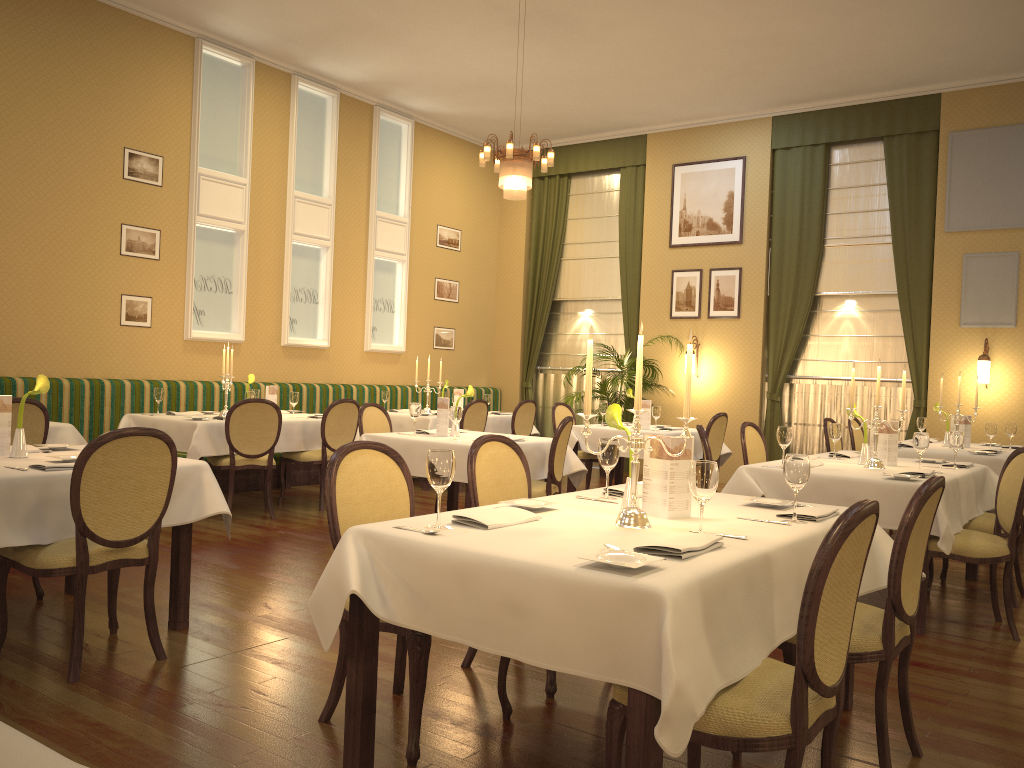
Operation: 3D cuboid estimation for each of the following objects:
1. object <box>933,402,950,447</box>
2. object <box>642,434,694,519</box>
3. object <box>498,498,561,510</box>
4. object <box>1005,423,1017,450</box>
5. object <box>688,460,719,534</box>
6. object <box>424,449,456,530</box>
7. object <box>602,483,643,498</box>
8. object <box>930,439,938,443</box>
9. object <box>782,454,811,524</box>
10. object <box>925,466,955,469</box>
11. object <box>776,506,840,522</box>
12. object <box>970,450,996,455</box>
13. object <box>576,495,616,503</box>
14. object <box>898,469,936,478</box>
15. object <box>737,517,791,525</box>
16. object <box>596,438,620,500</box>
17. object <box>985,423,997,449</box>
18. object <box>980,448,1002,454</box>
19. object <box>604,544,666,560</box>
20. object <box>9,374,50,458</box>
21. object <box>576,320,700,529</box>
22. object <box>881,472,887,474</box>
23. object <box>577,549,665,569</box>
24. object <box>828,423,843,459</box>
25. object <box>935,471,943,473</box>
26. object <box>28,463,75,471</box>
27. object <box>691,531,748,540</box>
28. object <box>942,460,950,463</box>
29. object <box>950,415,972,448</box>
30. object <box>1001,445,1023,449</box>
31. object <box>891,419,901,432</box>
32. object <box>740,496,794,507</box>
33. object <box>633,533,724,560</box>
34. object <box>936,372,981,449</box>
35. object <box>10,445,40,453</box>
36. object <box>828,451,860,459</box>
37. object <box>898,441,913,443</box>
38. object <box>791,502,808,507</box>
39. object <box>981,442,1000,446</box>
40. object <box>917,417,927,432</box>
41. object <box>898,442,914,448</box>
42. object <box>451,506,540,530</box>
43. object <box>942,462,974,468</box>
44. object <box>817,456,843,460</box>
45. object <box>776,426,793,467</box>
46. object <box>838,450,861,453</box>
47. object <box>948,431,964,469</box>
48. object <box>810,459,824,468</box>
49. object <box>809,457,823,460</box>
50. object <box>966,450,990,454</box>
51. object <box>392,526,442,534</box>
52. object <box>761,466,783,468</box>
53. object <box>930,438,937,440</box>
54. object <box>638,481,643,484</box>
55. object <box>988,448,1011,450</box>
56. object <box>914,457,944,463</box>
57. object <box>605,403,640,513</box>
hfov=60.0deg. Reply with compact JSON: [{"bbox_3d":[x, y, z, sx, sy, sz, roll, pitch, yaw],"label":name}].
[{"bbox_3d":[3.703,0.347,7.616,0.076,0.375,0.163,2,1,-32],"label":"object"},{"bbox_3d":[0.525,0.313,2.982,0.166,0.277,0.081,2,1,7],"label":"object"},{"bbox_3d":[0.061,0.419,3.043,0.160,0.024,0.160,3,1,36],"label":"object"},{"bbox_3d":[4.223,0.443,7.509,0.088,0.229,0.088,2,1,-6],"label":"object"},{"bbox_3d":[0.556,0.341,2.589,0.088,0.229,0.088,2,1,-12],"label":"object"},{"bbox_3d":[-0.212,0.309,2.603,0.088,0.229,0.088,2,1,-6],"label":"object"},{"bbox_3d":[0.492,0.429,3.555,0.142,0.033,0.273,3,1,36],"label":"object"},{"bbox_3d":[3.812,0.520,8.144,0.142,0.033,0.273,3,1,36],"label":"object"},{"bbox_3d":[0.960,0.353,2.999,0.088,0.229,0.088,2,1,-6],"label":"object"},{"bbox_3d":[2.596,0.506,5.403,0.185,0.010,0.017,3,1,36],"label":"object"},{"bbox_3d":[1.057,0.460,3.162,0.142,0.024,0.273,3,1,36],"label":"object"},{"bbox_3d":[3.587,0.527,6.756,0.160,0.024,0.160,3,1,36],"label":"object"},{"bbox_3d":[0.320,0.433,3.323,0.185,0.010,0.017,3,1,37],"label":"object"},{"bbox_3d":[2.212,0.487,4.846,0.142,0.033,0.273,3,1,36],"label":"object"},{"bbox_3d":[0.843,0.458,2.980,0.185,0.010,0.017,3,1,36],"label":"object"},{"bbox_3d":[0.367,0.325,3.395,0.088,0.229,0.088,2,1,-6],"label":"object"},{"bbox_3d":[3.876,0.432,7.178,0.088,0.229,0.088,2,1,-6],"label":"object"},{"bbox_3d":[3.779,0.530,7.012,0.142,0.033,0.273,3,1,36],"label":"object"},{"bbox_3d":[0.319,0.441,2.322,0.181,0.015,0.038,3,1,37],"label":"object"},{"bbox_3d":[-2.145,0.142,3.937,0.163,0.375,0.076,2,1,13],"label":"object"},{"bbox_3d":[0.394,0.123,2.791,0.390,0.655,0.131,2,1,-20],"label":"object"},{"bbox_3d":[2.072,0.489,4.745,0.181,0.015,0.038,3,1,37],"label":"object"},{"bbox_3d":[0.267,0.436,2.167,0.160,0.024,0.160,3,1,36],"label":"object"},{"bbox_3d":[2.120,0.373,5.817,0.088,0.229,0.088,2,1,-6],"label":"object"},{"bbox_3d":[2.371,0.500,5.092,0.185,0.010,0.017,3,1,36],"label":"object"},{"bbox_3d":[-1.825,0.336,3.666,0.142,0.024,0.273,3,1,36],"label":"object"},{"bbox_3d":[0.618,0.452,2.670,0.185,0.010,0.017,3,1,36],"label":"object"},{"bbox_3d":[2.894,0.512,5.793,0.181,0.015,0.038,3,1,37],"label":"object"},{"bbox_3d":[3.845,0.405,7.571,0.166,0.277,0.081,2,1,7],"label":"object"},{"bbox_3d":[4.377,0.551,7.751,0.142,0.024,0.273,3,1,36],"label":"object"},{"bbox_3d":[3.108,0.400,7.192,0.088,0.229,0.088,2,1,-6],"label":"object"},{"bbox_3d":[0.966,0.453,3.358,0.160,0.024,0.160,3,1,36],"label":"object"},{"bbox_3d":[0.459,0.439,2.423,0.142,0.033,0.273,3,1,36],"label":"object"},{"bbox_3d":[3.714,0.214,7.380,0.390,0.655,0.131,2,1,2],"label":"object"},{"bbox_3d":[-2.357,0.305,4.104,0.142,0.033,0.273,3,1,36],"label":"object"},{"bbox_3d":[2.245,0.477,5.978,0.142,0.033,0.273,3,1,36],"label":"object"},{"bbox_3d":[3.381,0.510,7.632,0.160,0.024,0.160,3,1,36],"label":"object"},{"bbox_3d":[1.141,0.464,3.370,0.181,0.015,0.038,3,1,37],"label":"object"},{"bbox_3d":[4.286,0.544,7.947,0.160,0.024,0.160,3,1,36],"label":"object"},{"bbox_3d":[3.687,0.416,7.983,0.088,0.229,0.088,2,1,-6],"label":"object"},{"bbox_3d":[3.274,0.506,7.337,0.142,0.033,0.273,3,1,36],"label":"object"},{"bbox_3d":[-0.046,0.415,2.748,0.142,0.033,0.273,3,1,36],"label":"object"},{"bbox_3d":[2.809,0.508,5.585,0.142,0.024,0.273,3,1,36],"label":"object"},{"bbox_3d":[2.073,0.481,5.746,0.185,0.010,0.017,3,1,37],"label":"object"},{"bbox_3d":[1.541,0.357,5.026,0.088,0.229,0.088,2,1,-6],"label":"object"},{"bbox_3d":[2.378,0.483,6.214,0.160,0.024,0.160,3,1,36],"label":"object"},{"bbox_3d":[2.713,0.401,5.422,0.088,0.229,0.088,2,1,-6],"label":"object"},{"bbox_3d":[1.706,0.463,5.170,0.142,0.033,0.273,3,1,36],"label":"object"},{"bbox_3d":[1.814,0.467,5.465,0.160,0.024,0.160,3,1,36],"label":"object"},{"bbox_3d":[3.639,0.532,6.911,0.181,0.015,0.038,3,1,37],"label":"object"},{"bbox_3d":[-0.272,0.414,2.536,0.181,0.015,0.038,3,1,37],"label":"object"},{"bbox_3d":[1.480,0.462,4.958,0.181,0.015,0.038,3,1,37],"label":"object"},{"bbox_3d":[3.945,0.526,8.380,0.160,0.024,0.160,3,1,36],"label":"object"},{"bbox_3d":[0.625,0.435,3.791,0.160,0.024,0.160,3,1,36],"label":"object"},{"bbox_3d":[4.106,0.548,7.490,0.185,0.010,0.017,3,1,36],"label":"object"},{"bbox_3d":[2.719,0.501,5.781,0.160,0.024,0.160,3,1,36],"label":"object"},{"bbox_3d":[0.383,0.256,3.027,0.076,0.375,0.163,2,1,-32],"label":"object"}]
